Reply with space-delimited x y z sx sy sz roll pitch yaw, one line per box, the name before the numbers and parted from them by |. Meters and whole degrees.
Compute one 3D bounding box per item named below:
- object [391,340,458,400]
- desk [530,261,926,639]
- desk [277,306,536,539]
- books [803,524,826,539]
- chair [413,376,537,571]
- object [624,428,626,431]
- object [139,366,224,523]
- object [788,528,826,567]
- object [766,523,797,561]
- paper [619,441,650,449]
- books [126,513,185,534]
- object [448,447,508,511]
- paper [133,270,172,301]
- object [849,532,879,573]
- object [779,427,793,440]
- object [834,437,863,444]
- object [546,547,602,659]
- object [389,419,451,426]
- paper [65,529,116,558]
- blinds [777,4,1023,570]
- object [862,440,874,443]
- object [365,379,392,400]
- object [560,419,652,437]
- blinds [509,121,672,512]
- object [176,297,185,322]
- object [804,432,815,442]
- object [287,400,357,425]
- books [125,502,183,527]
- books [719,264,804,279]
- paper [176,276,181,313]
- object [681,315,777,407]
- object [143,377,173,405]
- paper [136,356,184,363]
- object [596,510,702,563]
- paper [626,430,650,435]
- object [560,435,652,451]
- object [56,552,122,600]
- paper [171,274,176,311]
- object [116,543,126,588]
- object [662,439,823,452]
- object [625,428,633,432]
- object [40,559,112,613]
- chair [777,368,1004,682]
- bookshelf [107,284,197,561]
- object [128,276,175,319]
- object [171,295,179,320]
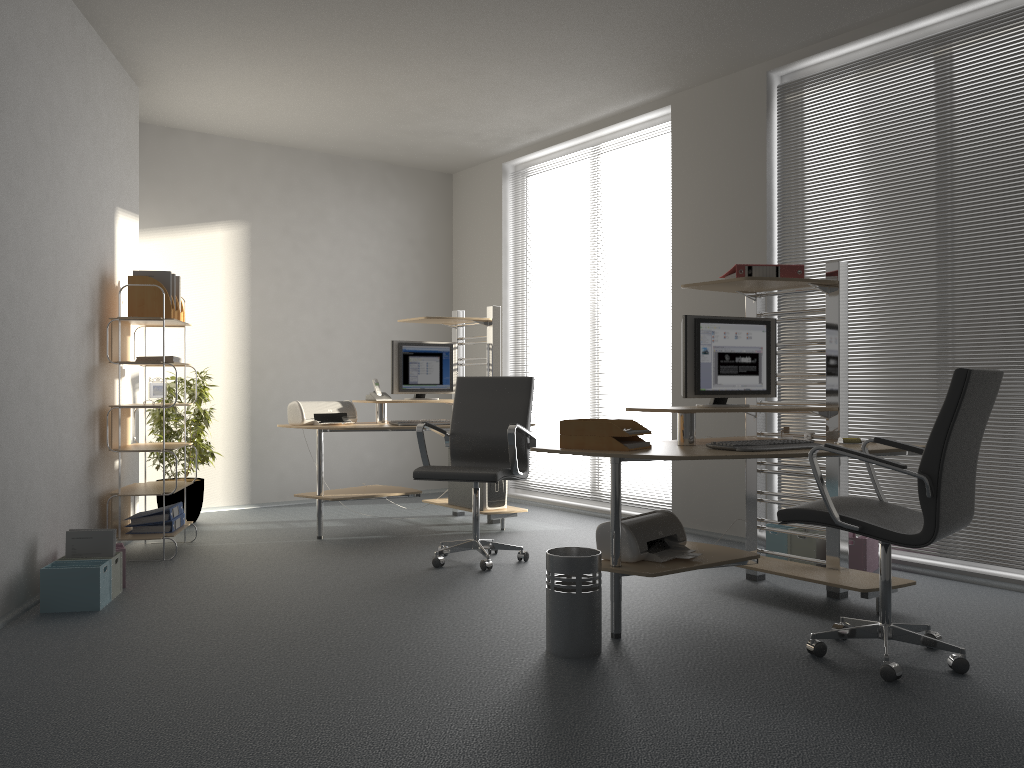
object | -0.643 -0.095 6.397 0.516 0.418 0.245 0 0 -21
desk | 0.940 0.215 3.758 1.469 1.566 0.967 0 0 -36
desk | -0.712 0.222 6.012 1.469 1.566 0.967 0 0 -36
books | 1.692 0.837 4.912 0.220 0.306 0.068 0 0 -36
chair | -0.199 0.478 5.017 0.584 1.048 0.652 0 0 19
object | 0.461 0.187 3.628 0.008 0.009 0.159 0 0 9
object | -2.381 0.442 6.446 0.544 1.147 0.644 0 0 -7
object | 1.683 0.907 4.924 0.245 0.202 0.185 0 0 -36
object | 1.574 0.907 5.074 0.245 0.202 0.185 0 0 -36
paper | 0.388 0.247 3.656 0.297 0.019 0.210 0 0 33
books | -2.129 0.832 5.307 0.262 0.072 0.320 0 0 -8
object | -0.241 0.654 6.259 0.199 0.422 0.471 0 0 -36
paper | -2.141 -0.524 5.276 0.213 0.297 0.045 0 0 -11
object | 1.838 0.906 4.758 0.185 0.202 0.245 0 0 36
object | 1.270 0.233 4.112 0.054 0.064 0.159 0 0 21
object | 1.504 0.251 3.947 0.132 0.026 0.132 0 0 -36
object | 0.231 0.817 3.320 0.208 0.377 0.208 0 0 7
object | -0.699 0.283 6.146 0.478 0.082 0.814 0 0 -29
paper | -1.984 0.839 4.176 0.220 0.306 0.068 0 0 -9
blinds | 2.226 -0.477 4.706 0.022 2.770 1.950 0 0 -36
object | 1.570 0.258 3.998 0.011 0.011 0.158 0 0 -39
object | -0.927 0.038 6.159 0.119 0.151 0.150 0 0 40
object | 0.387 0.179 3.657 0.309 0.060 0.225 0 0 33
blinds | 0.569 -0.470 6.965 0.037 2.749 1.950 0 0 -36
object | -2.171 -0.504 5.502 0.243 0.259 0.113 0 0 -6
object | 1.374 0.243 4.095 0.022 0.042 0.134 0 0 6
object | -1.225 0.191 5.934 0.438 0.162 0.351 0 0 -44
books | -2.138 0.777 5.306 0.263 0.100 0.320 0 0 -8
books | 1.176 -0.514 4.199 0.320 0.072 0.262 0 0 -4
paper | -2.174 -0.523 5.522 0.213 0.297 0.045 0 0 -6
object | 0.998 -0.102 4.162 0.516 0.418 0.245 0 0 -14
object | -2.122 0.042 5.315 0.077 0.161 0.192 0 0 10
paper | -2.147 -0.144 5.416 0.213 0.046 0.297 0 0 -9
object | 0.609 0.634 3.691 0.351 0.162 0.438 0 0 38
paper | 0.388 0.195 3.656 0.297 0.010 0.210 0 0 33
object | 0.388 0.235 3.657 0.309 0.060 0.225 0 0 33
object | -1.982 0.909 4.161 0.245 0.202 0.185 0 0 -10
paper | -2.162 -0.524 5.398 0.213 0.297 0.045 0 0 -9
object | -2.047 0.910 4.379 0.245 0.202 0.185 0 0 -28
object | 0.912 0.276 3.883 0.478 0.082 0.814 0 0 -29
object | 0.474 0.187 3.600 0.008 0.009 0.159 0 0 18
object | -1.951 0.909 3.979 0.245 0.202 0.185 0 0 -10
chair | 1.369 0.472 3.219 0.652 1.048 0.584 0 0 40
bookshelf | -2.145 0.223 5.319 0.381 1.572 0.724 0 0 -9
object | -2.136 -0.504 5.256 0.243 0.259 0.113 0 0 -11
object | -2.157 -0.504 5.378 0.243 0.259 0.113 0 0 -9
